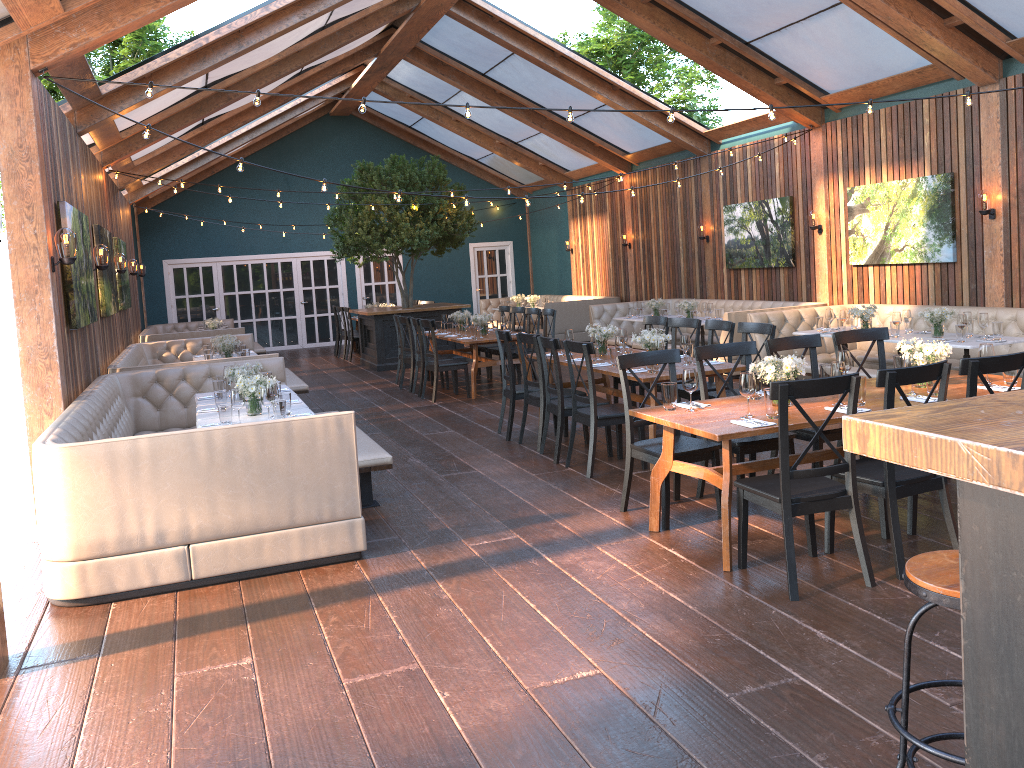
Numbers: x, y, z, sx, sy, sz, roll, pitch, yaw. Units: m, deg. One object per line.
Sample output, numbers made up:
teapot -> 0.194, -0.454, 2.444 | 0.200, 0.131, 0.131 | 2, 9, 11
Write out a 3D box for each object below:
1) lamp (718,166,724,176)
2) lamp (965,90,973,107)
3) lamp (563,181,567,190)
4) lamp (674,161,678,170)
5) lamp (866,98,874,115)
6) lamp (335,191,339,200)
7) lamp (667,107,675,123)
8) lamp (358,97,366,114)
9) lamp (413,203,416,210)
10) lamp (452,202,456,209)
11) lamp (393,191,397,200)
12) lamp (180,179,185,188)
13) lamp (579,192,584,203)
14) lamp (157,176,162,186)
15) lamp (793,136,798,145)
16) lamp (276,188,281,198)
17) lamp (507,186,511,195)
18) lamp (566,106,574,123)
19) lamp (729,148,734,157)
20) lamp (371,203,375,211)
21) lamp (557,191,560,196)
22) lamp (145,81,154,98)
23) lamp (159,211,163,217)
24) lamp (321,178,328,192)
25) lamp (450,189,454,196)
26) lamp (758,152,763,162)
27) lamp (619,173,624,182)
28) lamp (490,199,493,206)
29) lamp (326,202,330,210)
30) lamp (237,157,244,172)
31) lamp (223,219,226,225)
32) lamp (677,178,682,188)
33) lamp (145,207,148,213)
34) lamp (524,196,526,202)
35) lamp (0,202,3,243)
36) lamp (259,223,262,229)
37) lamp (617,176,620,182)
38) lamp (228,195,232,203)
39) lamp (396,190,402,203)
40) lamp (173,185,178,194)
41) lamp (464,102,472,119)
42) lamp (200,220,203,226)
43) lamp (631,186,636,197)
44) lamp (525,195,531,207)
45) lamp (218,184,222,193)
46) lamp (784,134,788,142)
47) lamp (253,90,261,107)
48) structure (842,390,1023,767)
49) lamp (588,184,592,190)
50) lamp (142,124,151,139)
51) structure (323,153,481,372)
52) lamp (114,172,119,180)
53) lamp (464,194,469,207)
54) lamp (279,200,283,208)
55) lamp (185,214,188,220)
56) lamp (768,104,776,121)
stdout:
lamp -> 2.576, -2.622, 10.896 | 0.071, 0.115, 0.057 | -3, 5, 2
lamp -> 3.465, -2.166, 6.713 | 0.056, 0.120, 0.056 | -3, 5, 14
lamp -> 0.709, -2.666, 11.900 | 0.056, 0.117, 0.068 | -1, 6, 33
lamp -> 2.211, -2.945, 11.928 | 0.064, 0.118, 0.056 | -6, 5, -26
lamp -> 2.706, -2.096, 6.692 | 0.057, 0.119, 0.059 | -8, 6, -40
lamp -> -2.320, -2.499, 11.715 | 0.056, 0.120, 0.056 | -5, 5, -11
lamp -> 1.183, -2.007, 6.608 | 0.057, 0.119, 0.056 | -6, 5, -26
lamp -> -1.091, -2.040, 6.481 | 0.075, 0.114, 0.057 | -1, 5, 26
lamp -> -1.581, -2.884, 14.363 | 0.056, 0.120, 0.056 | -3, 5, 5
lamp -> -0.966, -2.995, 14.802 | 0.060, 0.119, 0.056 | -7, 6, -34
lamp -> -1.558, -2.511, 11.772 | 0.056, 0.120, 0.057 | -2, 5, 21
lamp -> -4.305, -2.615, 11.553 | 0.056, 0.120, 0.056 | -5, 5, -17
lamp -> 0.757, -2.022, 9.609 | 0.056, 0.120, 0.056 | -4, 5, -1
lamp -> -4.592, -2.644, 11.525 | 0.056, 0.120, 0.057 | 0, 6, 36
lamp -> 3.745, -3.217, 11.706 | 0.063, 0.118, 0.056 | -7, 6, -36
lamp -> -3.080, -2.516, 11.658 | 0.056, 0.120, 0.056 | -4, 5, -7
lamp -> -0.042, -2.592, 11.849 | 0.056, 0.120, 0.056 | -4, 5, -5
lamp -> 0.428, -2.000, 6.561 | 0.056, 0.120, 0.056 | -4, 5, -5
lamp -> 2.956, -3.124, 11.917 | 0.056, 0.120, 0.057 | -2, 5, 23
lamp -> -2.184, -2.783, 13.898 | 0.056, 0.120, 0.056 | -7, 6, -39
lamp -> 0.847, -3.464, 16.135 | 0.056, 0.120, 0.056 | -7, 6, -38
lamp -> -2.607, -2.113, 6.356 | 0.064, 0.118, 0.057 | 1, 7, 44
lamp -> -6.621, -3.203, 16.687 | 0.076, 0.113, 0.057 | -1, 5, 25
lamp -> -1.644, -1.739, 7.739 | 0.056, 0.120, 0.056 | -6, 5, -23
lamp -> -0.803, -2.542, 11.808 | 0.056, 0.120, 0.056 | 1, 7, 45
lamp -> 3.169, -2.900, 11.305 | 0.060, 0.118, 0.057 | -3, 5, 3
lamp -> 1.472, -2.781, 11.906 | 0.056, 0.120, 0.056 | -4, 5, 1
lamp -> -0.354, -3.125, 15.246 | 0.060, 0.119, 0.057 | -3, 5, 4
lamp -> -2.794, -2.699, 13.444 | 0.056, 0.119, 0.056 | -7, 5, -32
lamp -> -2.234, -1.801, 7.264 | 0.056, 0.119, 0.059 | -3, 5, 11
lamp -> -5.770, -3.248, 17.767 | 0.056, 0.120, 0.056 | -4, 5, -5
lamp -> 1.977, -2.383, 10.474 | 0.056, 0.120, 0.056 | -3, 5, 8
lamp -> -6.935, -3.303, 16.781 | 0.056, 0.120, 0.057 | 0, 6, 40
lamp -> 0.249, -3.279, 15.684 | 0.056, 0.117, 0.068 | -6, 5, -23
lamp -> -2.293, -0.681, 3.817 | 0.178, 0.318, 0.147 | -5, 5, -20
lamp -> -5.186, -3.263, 18.257 | 0.056, 0.120, 0.056 | -5, 5, -18
lamp -> 2.049, -3.930, 16.980 | 0.056, 0.119, 0.057 | -3, 5, 9
lamp -> -3.975, -2.615, 12.480 | 0.056, 0.118, 0.062 | -2, 5, 22
lamp -> -1.054, -1.744, 8.218 | 0.056, 0.119, 0.057 | -1, 5, 30
lamp -> -4.566, -2.639, 12.003 | 0.056, 0.117, 0.066 | -1, 5, 29
lamp -> -0.326, -2.011, 6.503 | 0.056, 0.120, 0.056 | -8, 6, -44
lamp -> -5.885, -3.058, 16.786 | 0.060, 0.119, 0.056 | -6, 5, -26
lamp -> 1.372, -2.183, 10.041 | 0.056, 0.120, 0.056 | -7, 5, -32
lamp -> 0.164, -1.894, 9.145 | 0.056, 0.120, 0.056 | -5, 5, -14
lamp -> -3.832, -2.564, 11.598 | 0.056, 0.120, 0.057 | -3, 5, 5
lamp -> 3.687, -3.307, 11.912 | 0.056, 0.120, 0.057 | -4, 5, 2
lamp -> -1.853, -2.074, 6.423 | 0.056, 0.114, 0.075 | -5, 5, -21
structure -> 4.072, 0.385, 2.668 | 6.815, 1.269, 0.860 | -6, 6, -20
lamp -> 1.456, -3.678, 16.548 | 0.064, 0.118, 0.057 | -5, 5, -11
lamp -> -2.800, -1.937, 6.783 | 0.069, 0.116, 0.057 | -5, 5, -13
structure -> -1.881, -2.198, 15.541 | 2.717, 3.678, 2.865 | -5, 5, -11
lamp -> -5.160, -2.723, 11.536 | 0.056, 0.118, 0.062 | -2, 5, 15
lamp -> -0.447, -1.800, 8.689 | 0.056, 0.120, 0.056 | -5, 5, -21
lamp -> -3.391, -2.639, 12.969 | 0.056, 0.120, 0.057 | 0, 6, 36
lamp -> -6.356, -3.268, 17.277 | 0.056, 0.120, 0.056 | -7, 6, -35
lamp -> 1.952, -2.040, 6.647 | 0.056, 0.120, 0.056 | 0, 6, 38
